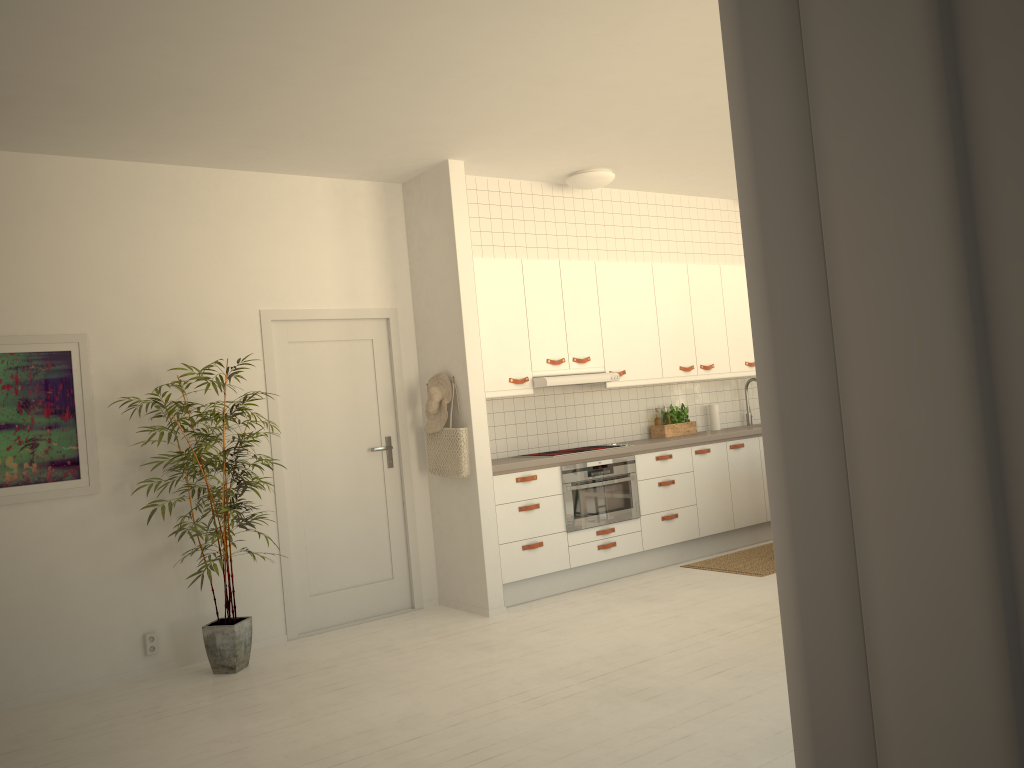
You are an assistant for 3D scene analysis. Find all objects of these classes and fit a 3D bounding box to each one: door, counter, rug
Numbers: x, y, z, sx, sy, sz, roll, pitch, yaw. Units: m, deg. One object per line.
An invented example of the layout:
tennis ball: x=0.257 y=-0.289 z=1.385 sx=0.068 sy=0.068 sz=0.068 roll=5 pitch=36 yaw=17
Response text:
door: x=-1.109 y=0.531 z=5.759 sx=0.955 sy=2.033 sz=0.166 roll=-4 pitch=-2 yaw=-36
counter: x=2.312 y=0.398 z=6.401 sx=4.846 sy=0.163 sz=2.855 roll=-4 pitch=-2 yaw=-36
rug: x=2.270 y=1.266 z=6.856 sx=2.000 sy=0.004 sz=0.749 roll=-4 pitch=-2 yaw=-36
door: x=0.120 y=0.275 z=0.011 sx=0.955 sy=2.033 sz=0.881 roll=-4 pitch=-2 yaw=-36

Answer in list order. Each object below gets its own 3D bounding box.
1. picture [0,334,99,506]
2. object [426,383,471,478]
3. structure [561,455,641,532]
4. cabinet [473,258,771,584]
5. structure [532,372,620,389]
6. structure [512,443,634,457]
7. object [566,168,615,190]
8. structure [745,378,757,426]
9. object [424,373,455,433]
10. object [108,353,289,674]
picture: x=-2.628 y=0.187 z=4.620 sx=0.822 sy=0.877 sz=0.012 roll=-4 pitch=-2 yaw=-36
object: x=-0.424 y=0.305 z=5.772 sx=0.093 sy=0.613 sz=0.439 roll=-4 pitch=-2 yaw=-37
structure: x=0.447 y=0.784 z=6.477 sx=0.682 sy=0.447 sz=0.703 roll=-4 pitch=-2 yaw=-36
cabinet: x=2.275 y=0.002 z=6.415 sx=4.846 sy=2.160 sz=2.851 roll=-4 pitch=-2 yaw=-36
structure: x=0.378 y=-0.022 z=6.502 sx=0.681 sy=0.073 sz=0.482 roll=-4 pitch=-2 yaw=-36
structure: x=0.444 y=0.497 z=6.442 sx=0.764 sy=0.057 sz=0.504 roll=-4 pitch=-2 yaw=-36
object: x=0.563 y=-1.451 z=6.334 sx=0.351 sy=0.101 sz=0.351 roll=-5 pitch=-1 yaw=6
structure: x=2.161 y=0.156 z=7.868 sx=0.063 sy=0.421 sz=0.236 roll=-4 pitch=-2 yaw=-29
object: x=-0.499 y=0.124 z=5.795 sx=0.136 sy=0.385 sz=0.335 roll=-4 pitch=-2 yaw=-36
object: x=-1.901 y=0.731 z=4.385 sx=0.778 sy=1.712 sz=2.089 roll=-7 pitch=-2 yaw=35
